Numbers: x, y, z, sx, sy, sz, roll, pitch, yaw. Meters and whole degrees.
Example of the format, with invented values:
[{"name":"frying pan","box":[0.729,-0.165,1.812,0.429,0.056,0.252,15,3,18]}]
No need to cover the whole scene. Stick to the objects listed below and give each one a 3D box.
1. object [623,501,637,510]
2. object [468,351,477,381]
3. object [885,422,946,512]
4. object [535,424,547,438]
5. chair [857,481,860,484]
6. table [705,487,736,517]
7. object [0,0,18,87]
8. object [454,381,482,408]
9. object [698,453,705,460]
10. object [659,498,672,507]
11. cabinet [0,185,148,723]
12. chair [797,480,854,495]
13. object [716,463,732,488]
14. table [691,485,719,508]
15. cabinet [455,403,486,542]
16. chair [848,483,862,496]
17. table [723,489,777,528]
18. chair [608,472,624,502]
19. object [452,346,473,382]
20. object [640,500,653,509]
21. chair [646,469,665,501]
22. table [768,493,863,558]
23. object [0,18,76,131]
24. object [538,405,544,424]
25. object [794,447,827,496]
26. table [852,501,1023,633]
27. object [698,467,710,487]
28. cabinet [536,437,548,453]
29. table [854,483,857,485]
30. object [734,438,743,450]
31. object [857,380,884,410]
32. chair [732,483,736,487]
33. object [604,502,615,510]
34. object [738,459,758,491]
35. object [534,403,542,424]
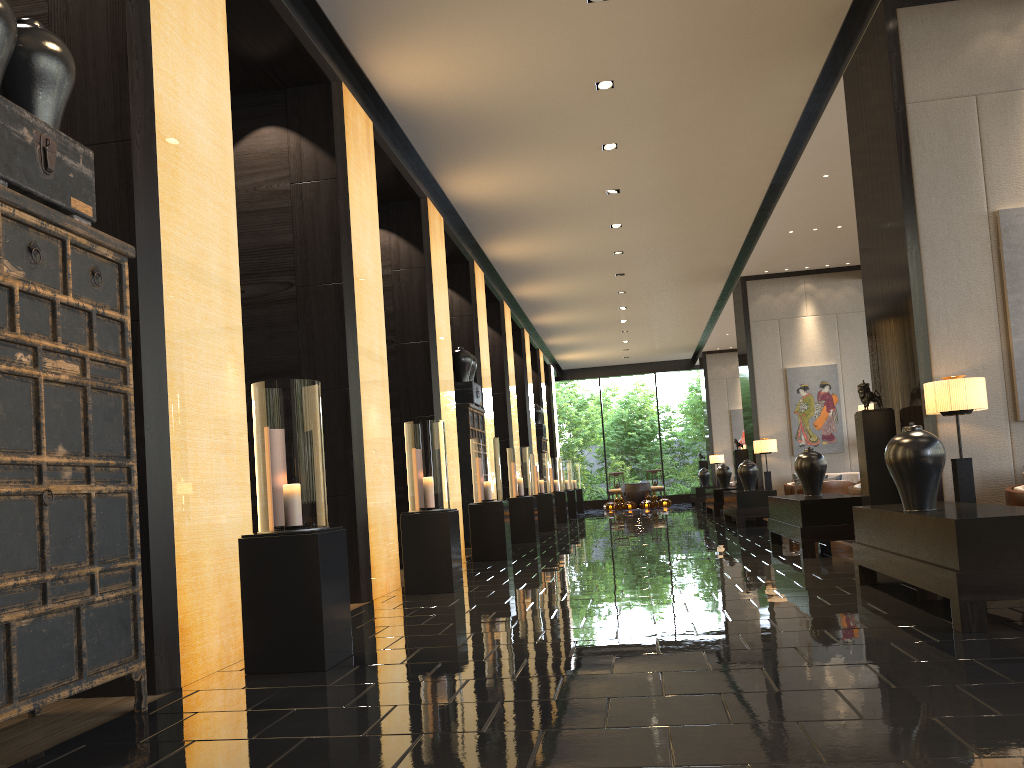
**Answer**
[{"name":"object","box":[3.289,3.385,24.724,0.371,0.228,0.370,-7,-7,30]},{"name":"object","box":[-0.629,-0.222,12.085,0.311,0.491,0.313,-3,-4,-11]},{"name":"object","box":[2.252,0.460,4.934,0.312,0.491,0.312,-6,-5,26]},{"name":"object","box":[0.609,1.110,20.610,0.365,0.313,0.608,-5,-6,8]},{"name":"chair","box":[5.427,1.634,12.739,0.804,0.602,0.608,-5,-5,8]},{"name":"table","box":[4.244,2.333,17.636,0.620,0.511,1.968,-5,-7,8]},{"name":"object","box":[-1.894,-1.203,3.078,0.311,0.491,0.313,-4,-4,4]},{"name":"object","box":[-0.616,0.161,11.887,0.365,0.313,0.608,-5,-6,8]},{"name":"object","box":[5.288,2.019,24.665,0.176,0.245,0.116,-5,-4,13]},{"name":"object","box":[4.341,3.362,25.148,0.369,0.228,0.372,-2,-6,-20]},{"name":"cabinet","box":[-1.874,0.333,3.131,0.548,1.916,1.191,-4,-4,8]},{"name":"chair","box":[4.581,1.706,12.854,0.804,0.602,0.608,-5,-5,8]},{"name":"object","box":[4.229,1.830,17.646,0.312,0.491,0.312,-6,-5,26]},{"name":"table","box":[4.955,2.884,22.698,0.620,0.511,1.968,-5,-7,8]},{"name":"cabinet","box":[-0.655,1.278,11.809,0.548,1.916,1.191,-4,-4,8]},{"name":"chair","box":[4.019,1.343,9.466,0.804,0.602,0.608,-5,-5,8]},{"name":"table","box":[3.706,1.917,13.811,0.620,0.511,1.968,-5,-7,8]},{"name":"chair","box":[3.132,3.165,26.351,0.520,1.072,0.538,-4,-4,8]},{"name":"object","box":[-0.675,-0.258,11.756,0.311,0.491,0.313,-2,-5,-26]},{"name":"object","box":[3.745,3.346,24.667,0.370,0.228,0.371,-5,-6,10]},{"name":"chair","box":[4.247,3.070,26.199,0.520,1.072,0.538,-4,-4,8]},{"name":"table","box":[2.999,1.368,8.774,0.620,0.511,1.968,-5,-7,8]},{"name":"object","box":[-1.848,-1.167,3.406,0.311,0.491,0.313,-3,-4,-11]},{"name":"object","box":[0.597,0.727,20.808,0.311,0.491,0.313,-3,-4,-11]},{"name":"object","box":[2.996,0.875,8.868,0.311,0.491,0.313,-3,-4,-11]},{"name":"table","box":[2.461,0.952,4.949,0.620,0.511,1.968,-5,-7,8]},{"name":"object","box":[4.949,2.388,22.771,0.312,0.491,0.312,-6,-5,26]},{"name":"cabinet","box":[0.571,2.227,20.532,0.548,1.916,1.191,-4,-4,8]},{"name":"table","box":[5.102,1.820,13.785,1.042,0.515,0.578,-5,-5,8]},{"name":"object","box":[4.039,1.067,15.793,0.161,0.217,0.102,-4,-4,-4]},{"name":"object","box":[2.796,0.088,6.923,0.176,0.245,0.116,-5,-4,8]},{"name":"chair","box":[5.836,2.678,21.783,0.804,0.602,0.608,-5,-5,8]},{"name":"object","box":[2.820,3.494,25.374,0.370,0.228,0.370,-7,-6,25]},{"name":"object","box":[3.694,1.415,13.835,0.312,0.491,0.312,-6,-5,26]},{"name":"object","box":[0.551,0.691,20.479,0.311,0.491,0.313,-2,-5,-19]}]
